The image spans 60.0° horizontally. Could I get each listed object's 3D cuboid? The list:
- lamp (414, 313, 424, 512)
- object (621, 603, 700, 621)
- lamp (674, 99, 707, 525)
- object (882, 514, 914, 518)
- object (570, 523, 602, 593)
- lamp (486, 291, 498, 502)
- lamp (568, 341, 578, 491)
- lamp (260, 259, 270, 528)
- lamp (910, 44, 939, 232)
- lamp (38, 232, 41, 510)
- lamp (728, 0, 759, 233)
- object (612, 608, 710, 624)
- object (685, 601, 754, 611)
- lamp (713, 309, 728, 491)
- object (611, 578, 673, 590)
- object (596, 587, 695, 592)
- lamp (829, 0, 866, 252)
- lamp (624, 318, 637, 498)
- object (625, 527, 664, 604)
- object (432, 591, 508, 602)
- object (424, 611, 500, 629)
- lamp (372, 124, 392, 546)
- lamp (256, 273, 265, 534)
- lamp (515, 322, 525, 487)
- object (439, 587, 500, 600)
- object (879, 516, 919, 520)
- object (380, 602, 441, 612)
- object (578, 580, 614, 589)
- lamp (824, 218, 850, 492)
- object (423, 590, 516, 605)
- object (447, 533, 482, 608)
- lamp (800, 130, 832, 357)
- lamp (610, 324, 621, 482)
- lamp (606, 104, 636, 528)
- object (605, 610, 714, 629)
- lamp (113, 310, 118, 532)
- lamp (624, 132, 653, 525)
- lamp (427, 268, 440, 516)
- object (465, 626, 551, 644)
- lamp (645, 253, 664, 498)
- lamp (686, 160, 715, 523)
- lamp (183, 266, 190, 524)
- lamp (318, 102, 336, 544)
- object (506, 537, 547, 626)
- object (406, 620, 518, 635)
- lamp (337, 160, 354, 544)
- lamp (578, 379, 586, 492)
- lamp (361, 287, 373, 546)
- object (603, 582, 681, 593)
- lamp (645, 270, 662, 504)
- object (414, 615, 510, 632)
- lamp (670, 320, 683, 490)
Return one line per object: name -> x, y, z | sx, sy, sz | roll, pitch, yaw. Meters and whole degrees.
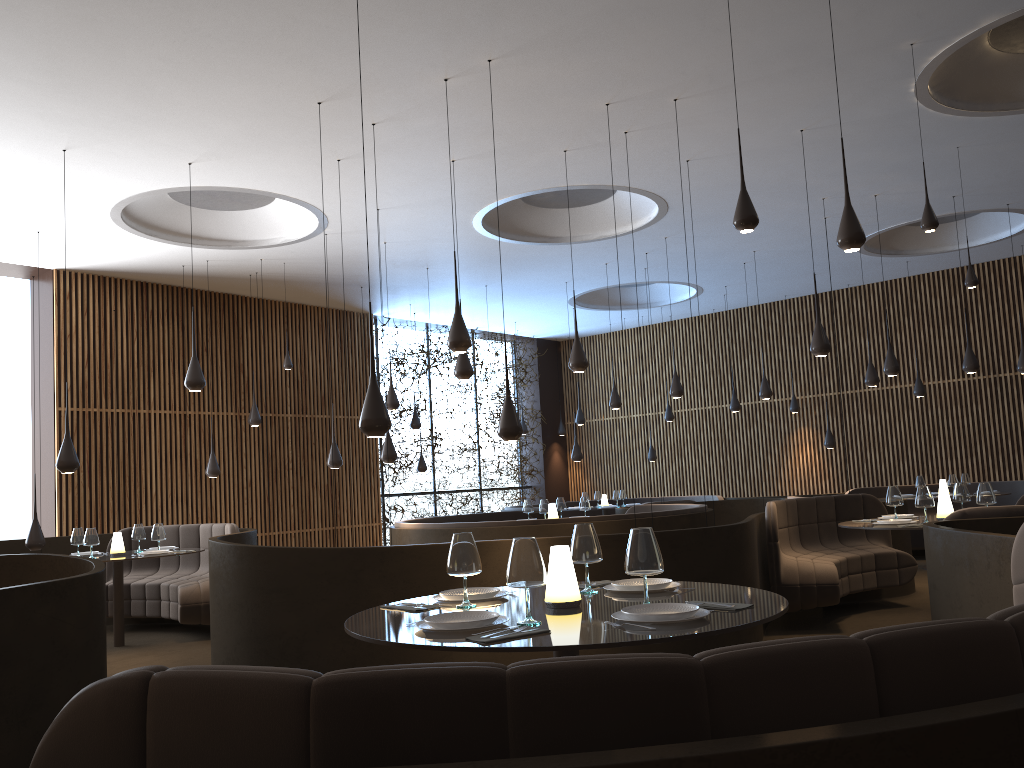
lamp -> -1.640, 1.802, 16.206 | 0.196, 6.262, 0.196 | -1, -6, -24
object -> 0.505, 0.777, 3.013 | 0.263, 0.029, 0.264 | 0, -7, -26
lamp -> 1.608, 0.619, 7.510 | 0.196, 6.262, 0.196 | -6, -6, 25
object -> 3.388, 1.166, 7.780 | 0.263, 0.029, 0.264 | -2, -7, -12
object -> 0.322, 0.756, 3.851 | 0.142, 0.294, 0.142 | -7, -7, 38
lamp -> -0.252, 1.503, 14.284 | 0.196, 6.262, 0.196 | -3, -5, -4
lamp -> 1.448, 2.049, 19.844 | 0.196, 6.262, 0.196 | -1, -6, -24
lamp -> -3.277, 1.401, 11.930 | 0.196, 6.262, 0.196 | -1, -5, -22
lamp -> 3.199, -1.933, 6.935 | 0.133, 1.505, 0.133 | -7, -6, 35
lamp -> -5.417, 1.320, 10.189 | 0.196, 6.262, 0.196 | -5, -5, 15
lamp -> 1.168, -1.530, 4.634 | 0.132, 1.495, 0.132 | 2, -7, -44
object -> 0.505, 0.787, 3.012 | 0.332, 0.014, 0.333 | -2, -7, -10
object -> 0.731, 0.805, 3.214 | 0.262, 0.017, 0.126 | -10, -9, 44
lamp -> 4.214, 1.623, 17.478 | 0.196, 6.262, 0.196 | -1, -6, -24
object -> 0.561, 0.868, 3.829 | 0.263, 0.029, 0.263 | -7, -8, 31
object -> 0.565, 0.878, 3.825 | 0.204, 0.012, 0.411 | 3, -9, -44
lamp -> 1.804, -1.589, 4.904 | 0.153, 1.733, 0.153 | -4, -5, 6
lamp -> 2.483, 1.770, 17.921 | 0.196, 6.262, 0.196 | 0, -6, -34
object -> 0.486, 0.678, 3.256 | 0.142, 0.294, 0.142 | -4, -5, 10
object -> -0.181, 0.919, 3.832 | 0.332, 0.014, 0.332 | 3, -9, -41
object -> -0.174, 0.823, 3.084 | 0.263, 0.029, 0.263 | -7, -8, 31
lamp -> -1.067, 0.787, 7.669 | 0.196, 6.262, 0.196 | 2, -7, -44
lamp -> -3.542, 1.496, 12.626 | 0.196, 6.262, 0.196 | 1, -7, -41
lamp -> 0.241, 1.863, 17.643 | 0.196, 6.262, 0.196 | -1, -6, -24
object -> -0.182, 0.910, 3.833 | 0.263, 0.029, 0.264 | -4, -7, 10
object -> 3.388, 1.175, 7.779 | 0.332, 0.014, 0.333 | -1, -7, -15
object -> -0.420, 0.919, 3.647 | 0.126, 0.017, 0.262 | 3, -9, -41
object -> 0.384, 0.923, 4.070 | 0.262, 0.017, 0.127 | 2, -9, -40
lamp -> 4.315, 0.921, 11.439 | 0.196, 6.262, 0.196 | -2, -5, -14
object -> -0.178, 0.921, 3.836 | 0.205, 0.012, 0.411 | -10, -9, 44
object -> -0.194, 0.757, 3.612 | 0.142, 0.294, 0.142 | -6, -6, 25
lamp -> 2.889, -1.369, 8.553 | 0.196, 2.219, 0.196 | -3, -5, -4
lamp -> 2.253, 1.849, 18.491 | 0.196, 6.262, 0.196 | -6, -6, 25
lamp -> 1.013, 0.654, 7.526 | 0.196, 6.262, 0.196 | -6, -6, 25
object -> 0.503, 0.788, 3.009 | 0.205, 0.012, 0.411 | -9, -9, 40
lamp -> -5.133, 2.130, 11.549 | 0.196, 6.262, 0.196 | -5, -5, 15
lamp -> 1.259, 0.716, 8.180 | 0.196, 6.262, 0.196 | -1, -6, -24
lamp -> -1.085, 1.395, 12.938 | 0.196, 6.262, 0.196 | -3, -5, -4
object -> -0.012, 0.802, 2.829 | 0.262, 0.017, 0.127 | 2, -8, -36
lamp -> 2.151, 1.193, 12.755 | 0.196, 6.262, 0.196 | -2, -5, -14
lamp -> 2.017, 0.772, 9.031 | 0.196, 6.262, 0.196 | -2, -5, -14
lamp -> -4.389, 1.474, 12.030 | 0.196, 6.262, 0.196 | 1, -7, -41
lamp -> -1.447, 0.752, 7.182 | 0.196, 6.262, 0.196 | -2, -5, -14
object -> 0.050, 0.681, 3.069 | 0.142, 0.294, 0.142 | -1, -6, -26
object -> -0.176, 0.834, 3.086 | 0.204, 0.012, 0.411 | 2, -9, -40
lamp -> -1.537, 0.906, 8.475 | 0.196, 6.262, 0.196 | 2, -7, -44
lamp -> 1.520, 1.906, 18.631 | 0.196, 6.262, 0.196 | -1, -6, -24
lamp -> -2.227, 1.568, 13.886 | 0.196, 6.262, 0.196 | -5, -5, 15
object -> 0.562, 0.878, 3.828 | 0.332, 0.014, 0.332 | -9, -9, 40
lamp -> 2.275, 1.296, 13.707 | 0.196, 6.262, 0.196 | -2, -5, -14
object -> -0.173, 0.833, 3.083 | 0.332, 0.014, 0.332 | 2, -8, -39
lamp -> 3.420, 1.719, 17.927 | 0.196, 6.262, 0.196 | 0, -6, -34
